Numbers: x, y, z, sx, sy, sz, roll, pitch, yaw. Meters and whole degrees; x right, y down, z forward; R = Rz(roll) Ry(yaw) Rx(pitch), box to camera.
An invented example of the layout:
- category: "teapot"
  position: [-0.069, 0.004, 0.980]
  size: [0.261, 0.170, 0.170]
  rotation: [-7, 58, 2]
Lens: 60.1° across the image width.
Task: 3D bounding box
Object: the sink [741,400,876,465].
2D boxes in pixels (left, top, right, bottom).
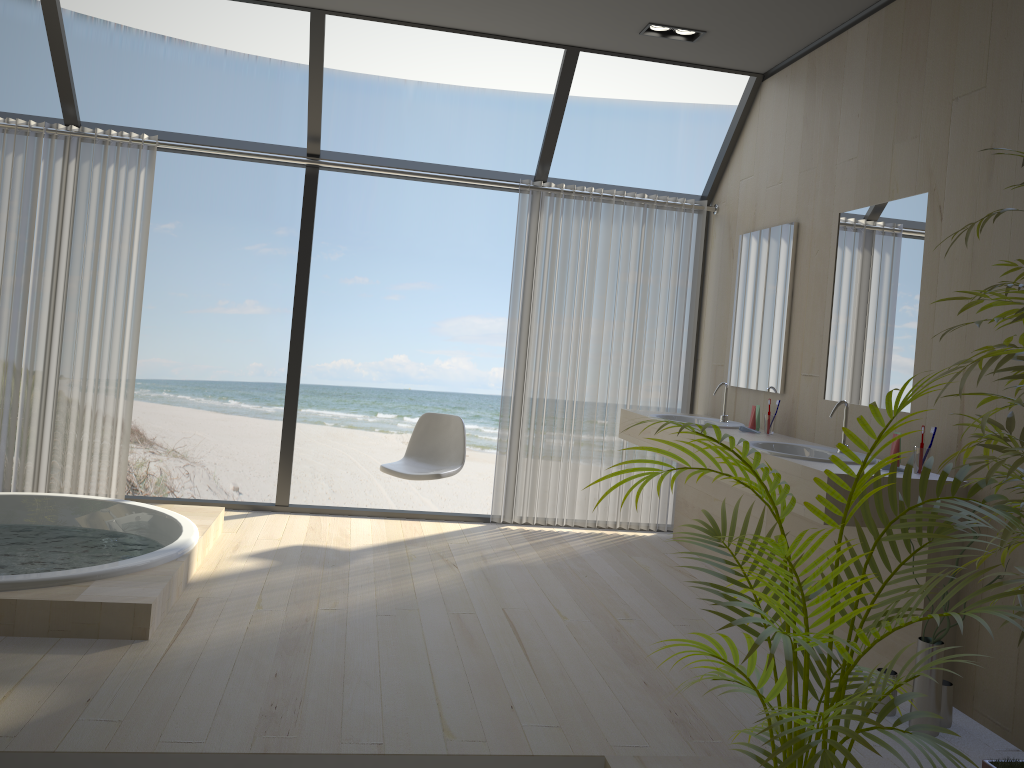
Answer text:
- category: "sink"
  position: [1.196, 0.263, 3.589]
  size: [0.503, 0.419, 0.574]
  rotation: [5, 2, -6]

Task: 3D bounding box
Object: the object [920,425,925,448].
- category: "object"
  position: [1.469, 0.237, 3.175]
  size: [0.012, 0.178, 0.050]
  rotation: [5, -1, 29]

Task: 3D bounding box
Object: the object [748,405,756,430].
- category: "object"
  position: [1.217, 0.177, 4.470]
  size: [0.039, 0.135, 0.038]
  rotation: [5, 0, 39]

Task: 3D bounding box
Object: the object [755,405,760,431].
- category: "object"
  position: [1.266, 0.176, 4.572]
  size: [0.039, 0.135, 0.038]
  rotation: [5, 0, 39]

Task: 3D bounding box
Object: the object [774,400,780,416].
- category: "object"
  position: [1.295, 0.164, 4.386]
  size: [0.054, 0.175, 0.012]
  rotation: [5, -1, 16]

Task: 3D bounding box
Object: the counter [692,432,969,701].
- category: "counter"
  position: [1.201, 0.678, 3.626]
  size: [0.550, 0.791, 1.207]
  rotation: [5, 2, -10]

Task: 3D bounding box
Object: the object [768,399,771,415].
- category: "object"
  position: [1.266, 0.161, 4.364]
  size: [0.012, 0.178, 0.050]
  rotation: [5, -1, 29]

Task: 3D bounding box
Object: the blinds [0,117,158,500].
- category: "blinds"
  position: [-2.659, -0.412, 4.886]
  size: [1.181, 2.071, 0.084]
  rotation: [5, -1, -10]

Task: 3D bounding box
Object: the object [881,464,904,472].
- category: "object"
  position: [1.383, 0.302, 3.206]
  size: [0.105, 0.029, 0.032]
  rotation: [7, 2, 31]

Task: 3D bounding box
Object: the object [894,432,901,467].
- category: "object"
  position: [1.469, 0.252, 3.383]
  size: [0.039, 0.135, 0.039]
  rotation: [5, 0, 32]

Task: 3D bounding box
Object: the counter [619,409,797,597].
- category: "counter"
  position: [0.998, 0.602, 4.815]
  size: [0.550, 0.791, 1.207]
  rotation: [5, 2, -10]

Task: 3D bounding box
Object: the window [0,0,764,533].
- category: "window"
  position: [-0.990, -0.613, 4.974]
  size: [4.556, 2.815, 0.745]
  rotation: [5, 0, -10]

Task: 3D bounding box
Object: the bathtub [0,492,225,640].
- category: "bathtub"
  position: [-2.267, 0.698, 3.678]
  size: [1.819, 0.698, 1.650]
  rotation: [5, 2, -10]

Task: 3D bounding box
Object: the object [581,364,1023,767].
- category: "object"
  position: [0.554, 0.507, 1.776]
  size: [0.918, 1.157, 0.749]
  rotation: [5, 0, 24]

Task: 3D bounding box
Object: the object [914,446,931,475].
- category: "object"
  position: [1.480, 0.279, 3.201]
  size: [0.058, 0.100, 0.058]
  rotation: [5, 0, 1]

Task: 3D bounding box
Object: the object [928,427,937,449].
- category: "object"
  position: [1.498, 0.240, 3.197]
  size: [0.054, 0.175, 0.012]
  rotation: [5, -1, 16]

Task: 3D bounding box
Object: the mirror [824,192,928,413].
- category: "mirror"
  position: [1.544, -0.337, 3.768]
  size: [0.023, 0.869, 0.654]
  rotation: [5, 1, -10]

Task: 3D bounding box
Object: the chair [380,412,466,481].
- category: "chair"
  position: [-0.471, 0.348, 4.907]
  size: [0.369, 0.347, 0.454]
  rotation: [5, 2, 19]

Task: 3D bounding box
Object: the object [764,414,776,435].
- category: "object"
  position: [1.277, 0.203, 4.390]
  size: [0.058, 0.100, 0.058]
  rotation: [5, 0, -3]

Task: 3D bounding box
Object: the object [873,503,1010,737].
- category: "object"
  position: [1.437, 0.750, 2.918]
  size: [0.406, 0.749, 0.274]
  rotation: [5, 0, -22]

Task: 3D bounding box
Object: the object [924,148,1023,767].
- category: "object"
  position: [1.306, 0.276, 1.946]
  size: [0.788, 1.757, 0.934]
  rotation: [5, 0, 15]

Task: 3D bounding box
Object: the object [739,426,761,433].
- category: "object"
  position: [1.180, 0.226, 4.395]
  size: [0.105, 0.029, 0.032]
  rotation: [7, 2, 31]

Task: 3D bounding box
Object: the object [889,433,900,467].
- category: "object"
  position: [1.420, 0.253, 3.281]
  size: [0.039, 0.135, 0.039]
  rotation: [5, 0, 32]

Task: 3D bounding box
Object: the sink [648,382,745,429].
- category: "sink"
  position: [0.993, 0.187, 4.778]
  size: [0.503, 0.419, 0.574]
  rotation: [5, 2, -6]

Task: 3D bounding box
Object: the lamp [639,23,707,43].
- category: "lamp"
  position: [0.817, -1.831, 4.487]
  size: [0.300, 0.112, 0.164]
  rotation: [5, 2, -10]

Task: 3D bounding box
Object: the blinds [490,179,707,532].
- category: "blinds"
  position: [0.537, -0.159, 5.433]
  size: [1.181, 2.071, 0.084]
  rotation: [5, -1, -10]

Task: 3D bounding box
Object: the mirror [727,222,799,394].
- category: "mirror"
  position: [1.343, -0.405, 4.784]
  size: [0.023, 0.869, 0.654]
  rotation: [5, 1, -10]
